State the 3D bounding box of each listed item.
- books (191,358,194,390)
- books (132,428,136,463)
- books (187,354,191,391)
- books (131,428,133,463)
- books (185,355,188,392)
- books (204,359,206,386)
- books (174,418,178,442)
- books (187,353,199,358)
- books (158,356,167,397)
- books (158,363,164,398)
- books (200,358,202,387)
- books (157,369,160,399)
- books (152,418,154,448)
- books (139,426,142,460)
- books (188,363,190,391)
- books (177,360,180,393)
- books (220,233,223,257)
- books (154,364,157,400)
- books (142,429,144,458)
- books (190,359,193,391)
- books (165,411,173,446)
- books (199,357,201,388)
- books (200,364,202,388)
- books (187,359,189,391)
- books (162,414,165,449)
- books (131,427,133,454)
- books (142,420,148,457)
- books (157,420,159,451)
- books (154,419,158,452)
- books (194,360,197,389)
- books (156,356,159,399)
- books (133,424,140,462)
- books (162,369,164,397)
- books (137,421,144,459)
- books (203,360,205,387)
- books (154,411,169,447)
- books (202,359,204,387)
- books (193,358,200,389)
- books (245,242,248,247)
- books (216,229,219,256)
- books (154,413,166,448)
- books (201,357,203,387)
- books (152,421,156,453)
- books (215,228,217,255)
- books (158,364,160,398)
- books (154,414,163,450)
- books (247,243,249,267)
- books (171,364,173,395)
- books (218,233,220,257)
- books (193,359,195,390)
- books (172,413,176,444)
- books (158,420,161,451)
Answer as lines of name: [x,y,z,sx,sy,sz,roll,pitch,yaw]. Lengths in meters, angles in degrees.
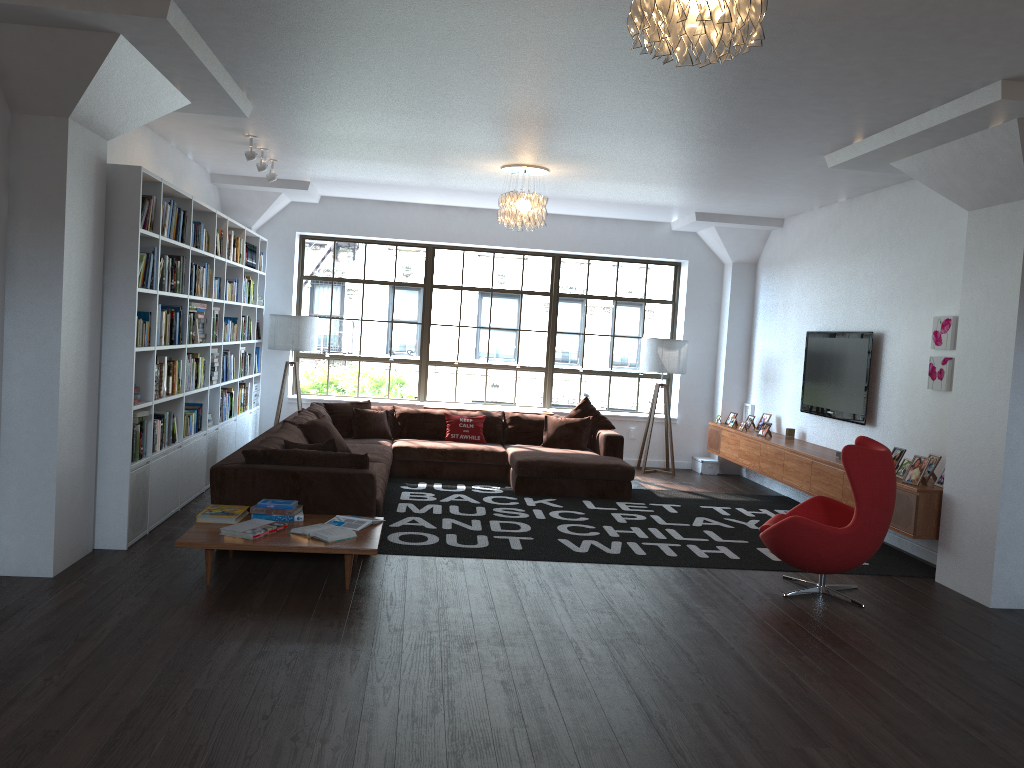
books: [-2.643,-0.082,7.100,0.183,0.253,0.034,3,3,-6]
books: [-2.533,0.394,5.757,0.161,0.223,0.032,3,3,-6]
books: [-2.639,-0.096,7.023,0.176,0.290,0.053,3,3,-6]
books: [-2.538,0.382,5.724,0.160,0.251,0.031,3,3,-6]
books: [-2.636,-0.086,6.912,0.198,0.284,0.066,3,3,-6]
books: [-2.701,-0.099,7.545,0.168,0.231,0.037,3,3,-6]
books: [-2.630,0.343,6.734,0.161,0.207,0.135,3,3,-6]
books: [-2.669,-0.112,7.293,0.176,0.290,0.036,3,3,-6]
books: [-2.582,-0.057,6.383,0.176,0.290,0.053,3,3,-6]
books: [-2.573,-0.030,6.303,0.171,0.246,0.057,3,3,-6]
books: [-2.674,-0.098,7.385,0.160,0.250,0.026,3,3,-6]
books: [-2.553,-0.004,6.216,0.144,0.207,0.048,3,3,-6]
books: [-2.582,0.355,6.163,0.160,0.251,0.031,3,3,-6]
books: [-2.539,0.387,5.875,0.161,0.223,0.032,3,3,-6]
books: [-2.628,-0.059,6.986,0.161,0.223,0.026,3,3,-6]
books: [-2.614,-0.058,6.732,0.160,0.250,0.026,3,3,-6]
books: [-2.662,-1.236,7.887,0.161,0.223,0.032,3,3,-6]
books: [-2.553,-0.019,6.117,0.189,0.247,0.057,3,3,-6]
books: [-2.559,0.382,5.947,0.161,0.223,0.033,3,3,-6]
books: [-2.644,-0.080,7.067,0.183,0.253,0.034,3,3,-6]
books: [-2.620,0.328,6.586,0.183,0.253,0.042,3,3,-6]
books: [-2.673,-0.100,7.342,0.180,0.259,0.060,3,3,-6]
books: [-2.679,-0.086,7.411,0.161,0.223,0.027,3,3,-6]
books: [-2.627,-0.072,6.960,0.160,0.250,0.026,3,3,-6]
books: [-2.605,0.341,6.421,0.171,0.246,0.039,3,3,-6]
books: [-2.541,0.367,5.683,0.198,0.284,0.049,3,3,-6]
books: [-2.564,0.365,5.992,0.180,0.251,0.048,3,3,-6]
books: [-2.589,0.362,6.281,0.161,0.223,0.033,3,3,-6]
books: [-2.591,0.360,6.237,0.176,0.231,0.053,3,3,-6]
books: [-2.665,-0.083,7.221,0.174,0.240,0.045,3,3,-6]
books: [-2.539,-0.046,6.168,0.140,0.298,0.044,3,3,-6]
books: [-2.536,0.383,5.799,0.174,0.240,0.054,3,3,-6]
books: [-2.578,-0.021,6.345,0.161,0.223,0.027,3,3,-6]
books: [-2.557,0.369,5.909,0.183,0.253,0.042,3,3,-6]
books: [-2.686,-0.092,7.515,0.161,0.223,0.026,3,3,-6]
books: [-2.617,0.330,6.499,0.180,0.259,0.042,3,3,-6]
books: [-2.693,-0.099,7.478,0.174,0.240,0.045,3,3,-6]
books: [-2.657,-0.091,7.261,0.183,0.253,0.034,3,3,-6]
books: [-2.798,-1.326,9.051,0.183,0.253,0.042,3,3,-6]
books: [-2.651,-1.232,7.721,0.174,0.236,0.136,3,3,-6]
books: [-2.611,0.337,6.460,0.160,0.251,0.039,3,3,-6]
books: [-2.689,-0.103,7.439,0.183,0.253,0.034,3,3,-6]
books: [-2.577,0.367,6.195,0.161,0.223,0.032,3,3,-6]
books: [-2.640,-1.236,7.634,0.183,0.253,0.042,3,3,-6]
books: [-2.571,-0.025,6.256,0.159,0.241,0.038,3,3,-6]
books: [-2.601,0.341,6.348,0.183,0.253,0.042,3,3,-6]
books: [-2.797,-1.328,9.095,0.183,0.253,0.042,3,3,-6]
books: [-2.601,-0.038,6.558,0.168,0.231,0.037,3,3,-6]
books: [-2.649,-1.221,7.777,0.161,0.207,0.130,3,3,-7]
books: [-2.651,-0.081,7.145,0.171,0.246,0.057,3,3,-6]
books: [-2.631,0.331,6.676,0.174,0.236,0.142,3,3,-6]
books: [-2.588,0.369,6.314,0.161,0.223,0.030,3,3,-6]
